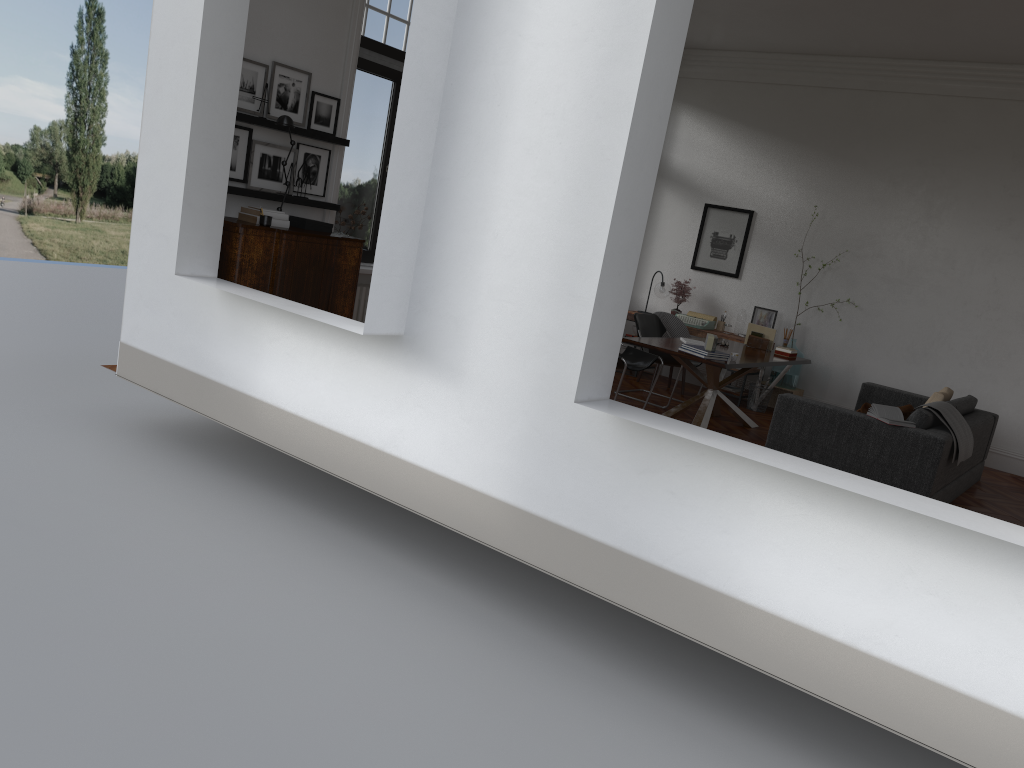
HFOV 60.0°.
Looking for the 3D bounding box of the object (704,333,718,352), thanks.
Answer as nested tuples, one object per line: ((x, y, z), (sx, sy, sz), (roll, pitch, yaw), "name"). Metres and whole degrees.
((1.698, -0.353, 7.563), (0.082, 0.126, 0.274), (12, 11, 8), "object")

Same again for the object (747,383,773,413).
((2.779, 0.171, 9.995), (0.261, 0.306, 0.260), (11, 11, -1), "object")

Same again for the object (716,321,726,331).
((2.499, -0.695, 10.615), (0.075, 0.114, 0.058), (18, 14, 34), "object")

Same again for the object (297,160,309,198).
((-1.669, -1.632, 7.069), (0.040, 0.300, 0.118), (19, 14, 34), "object")

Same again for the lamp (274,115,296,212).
((-1.718, -1.593, 6.672), (0.174, 0.806, 0.489), (11, 11, -1), "lamp")

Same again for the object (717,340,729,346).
((2.083, -0.410, 8.809), (0.133, 0.047, 0.114), (10, 11, -2), "object")

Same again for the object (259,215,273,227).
((-1.759, -1.162, 6.327), (0.091, 0.078, 0.091), (12, 11, 8), "object")

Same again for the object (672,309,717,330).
((2.129, -0.777, 10.549), (0.533, 0.149, 0.484), (18, 12, 33), "object")

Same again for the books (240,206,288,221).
((-1.831, -1.261, 6.557), (0.254, 0.044, 0.239), (18, 13, 34), "books")

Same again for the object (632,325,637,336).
((1.557, -0.649, 10.927), (0.173, 0.110, 0.172), (7, 11, -18), "object")

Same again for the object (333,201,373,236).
((-1.443, -1.358, 7.921), (0.317, 0.602, 0.540), (12, 11, 5), "object")

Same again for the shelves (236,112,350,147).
((-1.830, -1.951, 6.661), (0.157, 0.055, 1.513), (18, 13, 34), "shelves")

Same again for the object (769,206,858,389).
((3.462, -0.930, 9.959), (0.806, 2.067, 0.352), (14, 12, 15), "object")

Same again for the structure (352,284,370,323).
((-1.404, -0.556, 8.484), (0.224, 0.781, 1.452), (19, 13, 34), "structure")

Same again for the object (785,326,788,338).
((2.790, -0.495, 9.040), (0.008, 0.196, 0.032), (8, 12, -11), "object")

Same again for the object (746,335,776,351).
((2.582, -0.450, 9.197), (0.227, 0.167, 0.149), (18, 13, 34), "object")

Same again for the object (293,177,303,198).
((-1.689, -1.554, 7.015), (0.040, 0.161, 0.066), (19, 14, 34), "object")

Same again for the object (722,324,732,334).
((2.529, -0.648, 10.421), (0.093, 0.102, 0.093), (16, 12, 26), "object")

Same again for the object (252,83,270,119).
((-1.854, -2.102, 6.574), (0.040, 0.261, 0.174), (19, 14, 34), "object")

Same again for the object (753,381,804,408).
((3.068, 0.174, 10.231), (0.433, 0.318, 0.341), (18, 13, 34), "object")

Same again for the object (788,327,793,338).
((2.824, -0.485, 9.031), (0.044, 0.195, 0.008), (5, 13, -25), "object")

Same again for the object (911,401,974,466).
((3.356, 0.361, 6.893), (0.399, 0.389, 0.751), (18, 13, 34), "object")

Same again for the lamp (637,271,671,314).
((1.774, -1.121, 10.941), (0.208, 0.552, 0.439), (4, 13, -31), "lamp")

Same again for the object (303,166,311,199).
((-1.654, -1.624, 7.144), (0.040, 0.263, 0.110), (19, 14, 34), "object")

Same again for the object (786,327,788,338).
((2.783, -0.485, 8.995), (0.008, 0.194, 0.049), (20, 15, 38), "object")

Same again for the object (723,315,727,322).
((2.529, -0.740, 10.614), (0.054, 0.208, 0.008), (14, 12, 17), "object")

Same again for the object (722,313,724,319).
((2.512, -0.746, 10.630), (0.008, 0.208, 0.054), (15, 12, 22), "object")

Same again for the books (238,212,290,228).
((-1.837, -1.210, 6.563), (0.229, 0.057, 0.294), (18, 13, 34), "books")

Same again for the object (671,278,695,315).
((2.054, -1.053, 10.913), (0.290, 0.531, 0.307), (9, 11, -10), "object")

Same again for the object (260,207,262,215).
((-1.782, -1.198, 6.305), (0.010, 0.140, 0.045), (18, 13, 31), "object")

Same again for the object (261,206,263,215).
((-1.766, -1.198, 6.285), (0.010, 0.120, 0.050), (19, 14, 37), "object")

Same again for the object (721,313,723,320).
((2.502, -0.747, 10.623), (0.008, 0.208, 0.054), (11, 11, 0), "object")

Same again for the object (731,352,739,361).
((1.906, -0.234, 7.625), (0.082, 0.065, 0.064), (3, 13, -34), "object")

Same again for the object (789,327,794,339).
((2.825, -0.482, 9.007), (0.008, 0.196, 0.036), (0, 16, -42), "object")

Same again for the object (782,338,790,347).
((2.788, -0.422, 9.031), (0.058, 0.091, 0.058), (15, 12, 21), "object")

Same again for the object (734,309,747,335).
((2.705, -0.729, 10.476), (0.112, 0.303, 0.111), (7, 12, -18), "object")

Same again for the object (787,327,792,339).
((2.816, -0.489, 9.039), (0.038, 0.195, 0.008), (4, 13, -28), "object")

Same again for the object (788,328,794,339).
((2.816, -0.479, 8.996), (0.008, 0.194, 0.049), (4, 13, -31), "object")

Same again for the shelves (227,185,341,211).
((-1.926, -1.445, 6.766), (0.155, 0.055, 1.513), (18, 13, 34), "shelves")

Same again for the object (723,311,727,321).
((2.531, -0.759, 10.624), (0.023, 0.240, 0.028), (18, 13, 31), "object")

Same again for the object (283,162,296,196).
((-1.742, -1.606, 6.964), (0.040, 0.261, 0.124), (19, 14, 34), "object")
